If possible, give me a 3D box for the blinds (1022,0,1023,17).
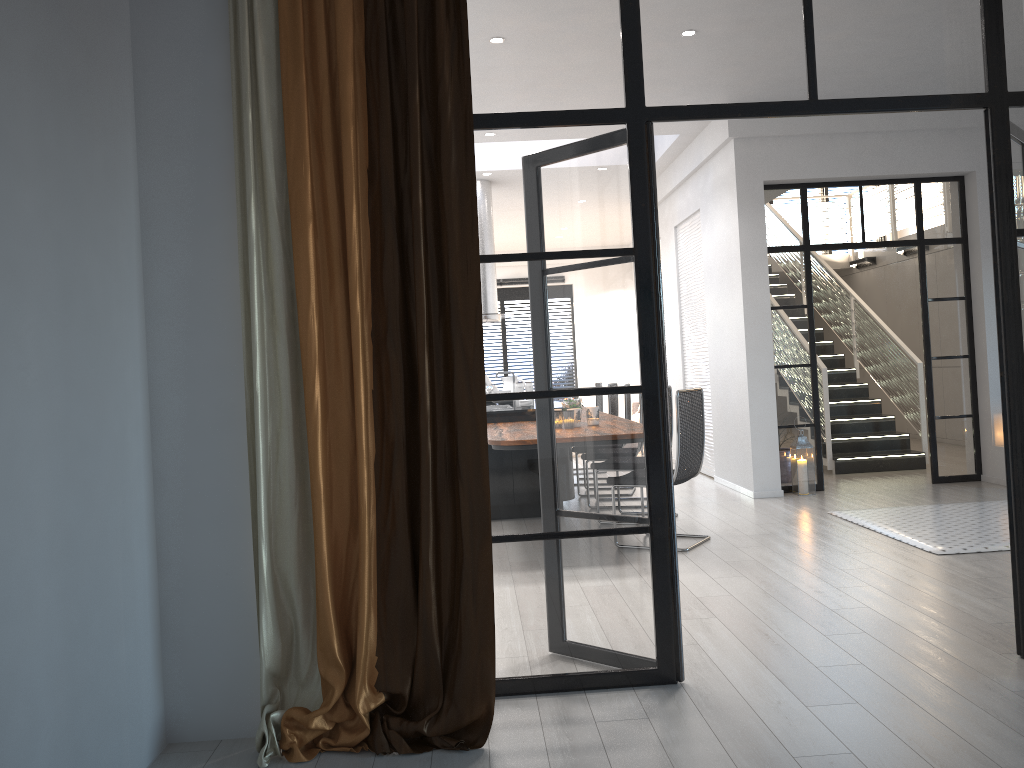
[{"bbox_3d":[2.500,-0.507,3.136,1.301,3.069,0.052,-3,-1,-2],"label":"blinds"}]

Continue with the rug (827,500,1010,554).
[{"bbox_3d":[3.535,0.901,5.937,2.276,0.020,1.585,-3,1,-3],"label":"rug"}]

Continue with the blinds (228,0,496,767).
[{"bbox_3d":[-0.505,-0.346,2.910,0.811,3.045,0.254,-3,-1,-3],"label":"blinds"}]

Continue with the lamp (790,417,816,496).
[{"bbox_3d":[2.493,0.615,7.629,0.148,0.665,0.157,-3,-1,-3],"label":"lamp"}]

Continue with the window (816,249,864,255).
[{"bbox_3d":[2.806,-1.827,16.646,8.566,5.063,0.462,-3,-1,-4],"label":"window"}]

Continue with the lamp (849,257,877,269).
[{"bbox_3d":[5.128,-1.762,12.961,0.152,0.124,0.568,-3,1,-3],"label":"lamp"}]

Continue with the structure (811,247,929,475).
[{"bbox_3d":[4.151,-0.989,10.763,2.394,3.602,5.801,-3,0,-3],"label":"structure"}]

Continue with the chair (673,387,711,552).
[{"bbox_3d":[0.966,0.548,5.903,0.536,1.018,0.471,-3,0,32],"label":"chair"}]

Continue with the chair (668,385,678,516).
[{"bbox_3d":[0.934,0.537,6.841,0.536,1.018,0.471,-3,0,27],"label":"chair"}]

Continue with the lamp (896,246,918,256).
[{"bbox_3d":[5.193,-1.745,11.503,0.152,0.124,0.568,-3,1,-3],"label":"lamp"}]
